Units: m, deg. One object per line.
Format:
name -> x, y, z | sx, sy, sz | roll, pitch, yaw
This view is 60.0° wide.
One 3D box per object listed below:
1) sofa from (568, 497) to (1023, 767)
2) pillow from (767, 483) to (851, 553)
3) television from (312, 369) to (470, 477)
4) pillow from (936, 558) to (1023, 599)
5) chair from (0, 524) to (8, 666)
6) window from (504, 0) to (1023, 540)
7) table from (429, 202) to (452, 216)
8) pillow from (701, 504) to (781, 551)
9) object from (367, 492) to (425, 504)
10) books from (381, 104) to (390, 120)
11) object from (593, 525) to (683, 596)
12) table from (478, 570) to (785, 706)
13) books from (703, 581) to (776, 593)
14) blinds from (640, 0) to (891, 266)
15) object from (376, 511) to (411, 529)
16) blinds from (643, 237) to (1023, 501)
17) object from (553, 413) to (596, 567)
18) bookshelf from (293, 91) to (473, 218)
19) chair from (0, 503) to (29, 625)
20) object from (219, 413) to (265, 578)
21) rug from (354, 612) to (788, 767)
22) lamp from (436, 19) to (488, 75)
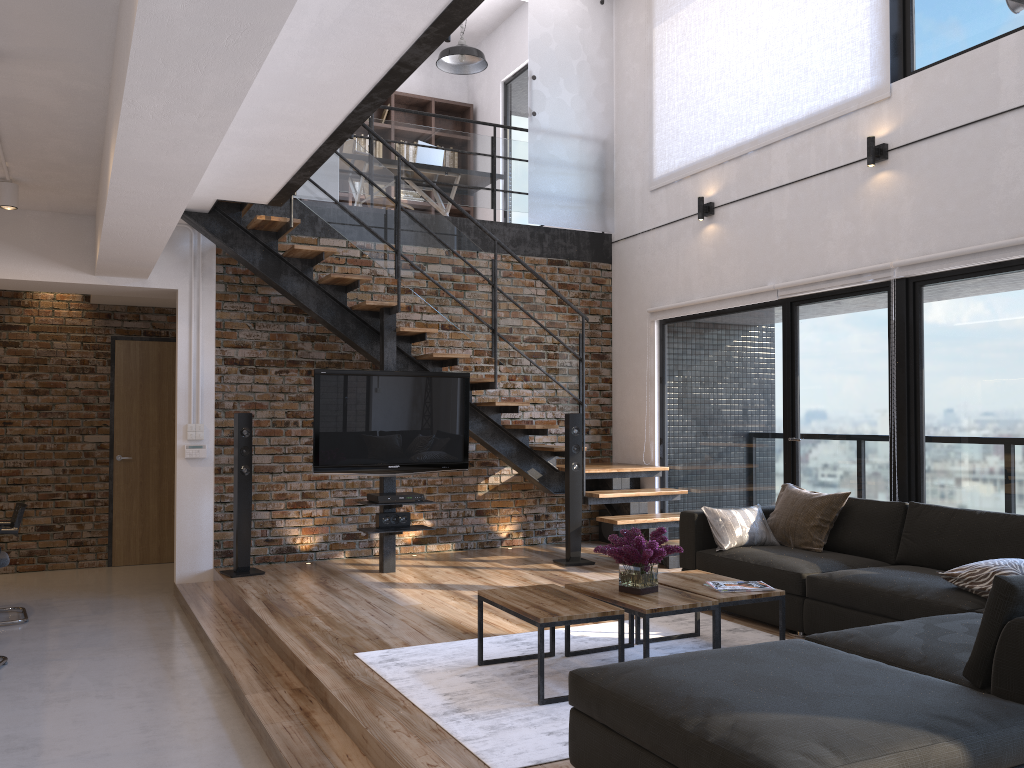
sofa -> 1.282, 0.965, 4.022 | 2.999, 0.700, 3.045 | 1, -2, -26
pillow -> 1.795, 0.826, 5.516 | 0.265, 0.382, 0.609 | 1, -2, -26
television -> -0.893, 0.296, 6.618 | 1.207, 0.783, 0.136 | 1, -2, -26
pillow -> 2.273, 0.892, 4.067 | 0.531, 0.177, 0.356 | 1, -2, -28
chair -> -3.034, 1.163, 4.722 | 0.540, 0.768, 0.520 | 0, -2, -11
window -> 0.823, -1.226, 5.044 | 5.664, 5.565, 13.402 | 1, -2, -26
table -> -1.078, -1.759, 8.698 | 1.860, 0.635, 0.744 | 1, -2, -26
pillow -> 1.426, 0.891, 5.500 | 0.498, 0.265, 0.212 | 1, -2, -26
object -> -0.859, 0.843, 6.562 | 0.360, 0.058, 0.275 | 1, -2, -26
books -> -1.595, -3.340, 11.053 | 0.112, 0.276, 0.163 | 1, -2, -26
object -> 0.589, 0.796, 4.128 | 0.375, 0.343, 0.342 | 1, -2, -25
table -> 0.562, 1.142, 4.127 | 1.298, 0.350, 0.697 | 1, -2, -26
books -> 1.081, 0.964, 4.224 | 0.295, 0.013, 0.229 | 0, -2, -6
blinds -> 0.489, -2.506, 7.387 | 10.206, 2.974, 1.996 | -2, -3, 42
object -> -0.889, 1.017, 6.632 | 0.247, 0.112, 0.089 | 1, -2, -26
blinds -> 2.403, 0.247, 5.547 | 0.095, 2.043, 5.371 | 1, -2, -26
object -> 0.495, 0.838, 7.129 | 0.271, 1.206, 0.271 | 1, -2, -21
bookshelf -> -1.783, -2.498, 10.980 | 2.717, 2.280, 0.307 | 1, -2, -26
chair -> -3.568, 1.213, 5.975 | 0.540, 0.768, 0.520 | 1, -2, -31
object -> -2.020, 0.821, 6.655 | 0.271, 1.206, 0.271 | 1, -2, -36
rug -> 0.531, 1.316, 4.101 | 2.113, 0.003, 1.637 | 1, -3, -26
lamp -> -0.512, -3.850, 9.069 | 0.532, 1.187, 0.532 | 0, -2, 16
